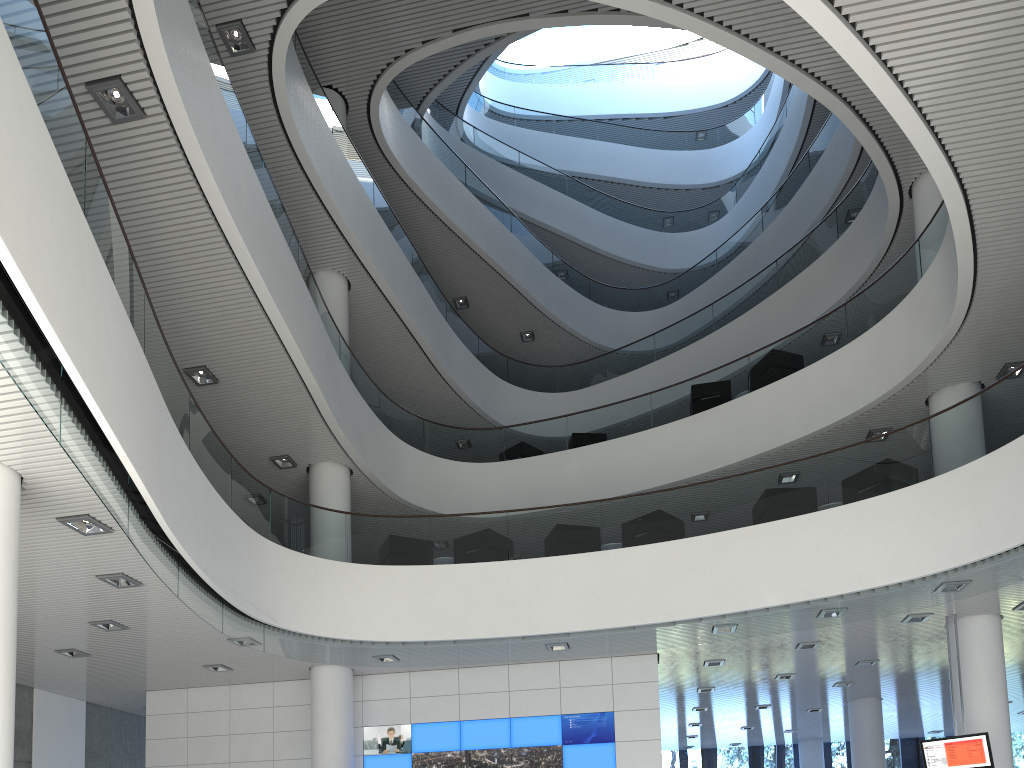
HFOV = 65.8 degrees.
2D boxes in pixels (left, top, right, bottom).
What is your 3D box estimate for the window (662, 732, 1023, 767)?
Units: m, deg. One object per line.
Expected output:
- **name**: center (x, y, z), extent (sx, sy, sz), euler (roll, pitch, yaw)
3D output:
- **window**: center (5.122, 8.408, 15.555), extent (18.257, 2.756, 0.081), euler (-8, -6, 10)
